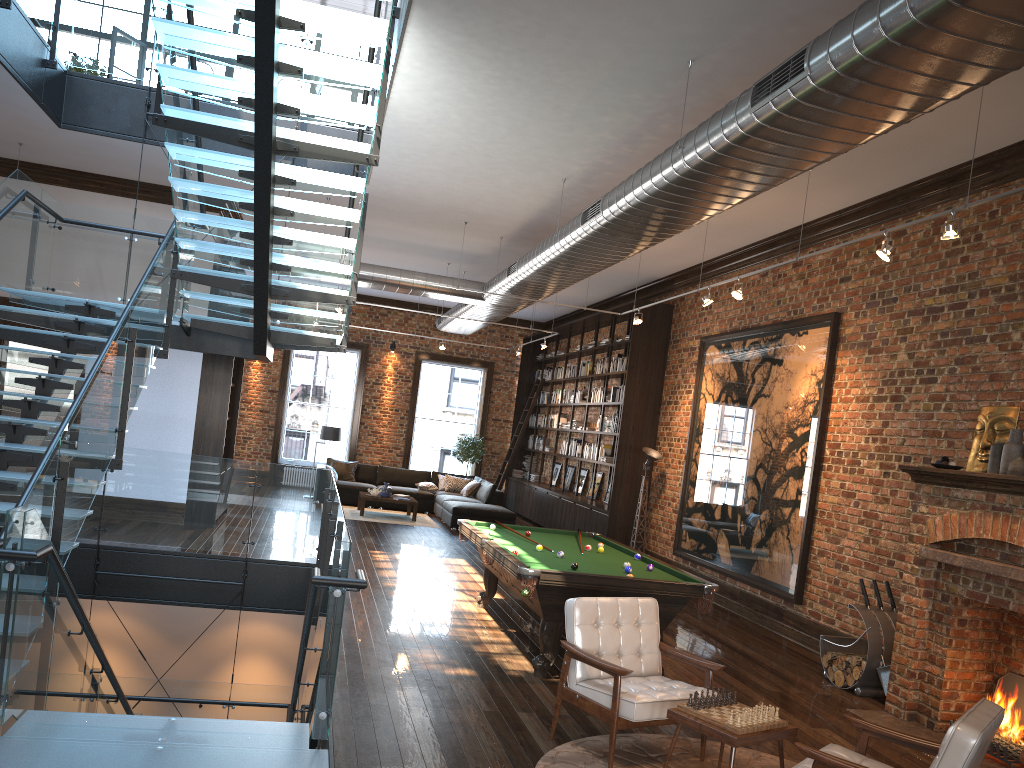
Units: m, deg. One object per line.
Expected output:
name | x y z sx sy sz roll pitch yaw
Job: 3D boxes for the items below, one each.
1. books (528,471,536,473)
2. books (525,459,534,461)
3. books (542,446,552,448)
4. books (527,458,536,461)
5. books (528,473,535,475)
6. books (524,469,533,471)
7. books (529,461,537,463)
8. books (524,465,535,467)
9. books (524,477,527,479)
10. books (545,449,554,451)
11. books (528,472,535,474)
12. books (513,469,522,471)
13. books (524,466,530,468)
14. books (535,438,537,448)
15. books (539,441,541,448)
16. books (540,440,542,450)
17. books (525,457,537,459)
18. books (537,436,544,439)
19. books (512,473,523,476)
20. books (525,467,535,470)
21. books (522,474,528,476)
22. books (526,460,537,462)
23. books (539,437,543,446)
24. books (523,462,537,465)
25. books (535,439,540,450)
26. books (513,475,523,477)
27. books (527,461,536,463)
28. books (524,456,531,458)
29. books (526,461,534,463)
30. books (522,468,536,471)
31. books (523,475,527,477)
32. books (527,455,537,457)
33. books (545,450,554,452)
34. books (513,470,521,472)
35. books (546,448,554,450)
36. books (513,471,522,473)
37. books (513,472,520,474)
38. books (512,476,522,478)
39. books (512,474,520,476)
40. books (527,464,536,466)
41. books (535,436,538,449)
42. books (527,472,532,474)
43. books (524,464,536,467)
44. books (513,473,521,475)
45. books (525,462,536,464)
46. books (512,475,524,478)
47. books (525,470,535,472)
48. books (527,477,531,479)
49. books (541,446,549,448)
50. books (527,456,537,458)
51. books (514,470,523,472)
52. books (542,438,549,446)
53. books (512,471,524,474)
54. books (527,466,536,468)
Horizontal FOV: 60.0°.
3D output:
books | 0.466 1.983 19.939 0.176 0.005 0.288 8 -3 -7
books | 0.436 1.751 20.368 0.208 0.009 0.343 8 -3 -14
books | 0.757 1.369 19.284 0.161 0.007 0.288 8 -3 -11
books | 0.444 1.732 20.369 0.184 0.030 0.264 7 -3 -7
books | 0.463 2.027 19.943 0.176 0.005 0.287 8 -3 -17
books | 0.386 1.974 20.375 0.246 0.008 0.307 8 -3 -16
books | 0.450 1.782 20.373 0.176 0.008 0.355 8 -3 -13
books | 0.419 1.885 20.372 0.210 0.015 0.306 8 -3 -15
books | 0.388 2.161 20.386 0.198 0.035 0.217 8 -3 -9
books | 0.820 1.412 18.942 0.161 0.005 0.291 8 -3 -9
books | 0.476 2.007 19.942 0.178 0.005 0.254 8 -3 -12
books | 0.131 1.975 20.375 0.184 0.008 0.304 8 -3 -10
books | 0.417 1.915 20.378 0.208 0.009 0.343 8 -3 -11
books | 0.621 1.350 19.872 0.179 0.257 0.031 7 2 -13
books | 0.688 1.373 19.609 0.160 0.198 0.028 7 1 -13
books | 0.699 1.352 19.521 0.164 0.232 0.026 7 2 -13
books | 0.438 1.699 20.366 0.208 0.022 0.246 8 -3 -18
books | 0.635 1.323 19.780 0.166 0.304 0.013 7 2 -13
books | 0.125 2.080 20.379 0.200 0.019 0.255 8 -3 -10
books | 0.417 1.937 20.380 0.183 0.034 0.270 7 -3 -7
books | 0.372 2.094 20.378 0.241 0.023 0.262 8 -3 -8
books | 0.439 1.766 20.370 0.204 0.020 0.317 8 -3 -11
books | 0.687 1.331 19.641 0.160 0.286 0.014 7 2 -13
books | 0.406 1.831 20.366 0.261 0.028 0.315 8 -3 -12
books | 0.639 1.352 19.658 0.213 0.233 0.019 7 2 -13
books | 0.124 2.113 20.381 0.201 0.012 0.244 8 -3 -9
books | 0.431 1.787 20.369 0.210 0.007 0.306 8 -3 -10
books | 0.423 1.682 20.362 0.241 0.007 0.318 8 -3 -17
books | 0.445 1.798 20.373 0.172 0.011 0.325 8 -3 -9
books | 0.394 1.961 20.376 0.250 0.020 0.316 8 -3 -12
books | 0.383 2.124 20.383 0.205 0.016 0.350 8 -3 -17
books | 0.441 1.650 20.364 0.208 0.010 0.351 8 -3 -8
books | 0.823 1.434 18.947 0.160 0.005 0.324 8 -3 -11
books | 0.138 2.005 20.378 0.200 0.012 0.219 8 -3 -8
books | 0.831 1.391 18.943 0.161 0.005 0.288 8 -3 -12
books | 0.126 2.022 20.376 0.186 0.013 0.271 8 -3 -10
books | 0.104 2.049 20.373 0.154 0.015 0.193 8 -3 -11
books | 0.120 2.137 20.381 0.207 0.013 0.279 8 -3 -11
books | 0.105 2.091 20.375 0.170 0.008 0.259 8 -3 -12
books | 0.431 1.853 20.373 0.190 0.009 0.356 8 -3 -10
books | 0.633 1.327 19.799 0.188 0.296 0.024 7 2 -13
books | 0.464 2.010 19.940 0.178 0.005 0.257 8 -3 -18
books | 0.408 1.868 20.369 0.239 0.015 0.248 8 -3 -10
books | 0.111 2.063 20.375 0.158 0.011 0.251 8 -3 -8
books | 0.410 1.808 20.366 0.241 0.019 0.228 8 -3 -17
books | 0.127 2.125 20.382 0.211 0.012 0.271 8 -3 -16
books | 0.397 1.989 20.378 0.211 0.019 0.341 8 -3 -8
books | 0.452 2.120 19.943 0.178 0.007 0.256 8 -3 -17
books | 0.747 1.375 19.282 0.160 0.007 0.326 8 -3 -17
books | 0.462 1.678 20.370 0.180 0.012 0.306 8 -3 -13
books | 0.139 1.990 20.377 0.200 0.020 0.211 8 -3 -8
books | 0.723 1.326 19.465 0.129 0.283 0.030 7 2 -13
books | 0.133 2.037 20.379 0.205 0.015 0.264 8 -3 -15
books | 0.405 1.893 20.370 0.220 0.006 0.350 8 -3 -8
